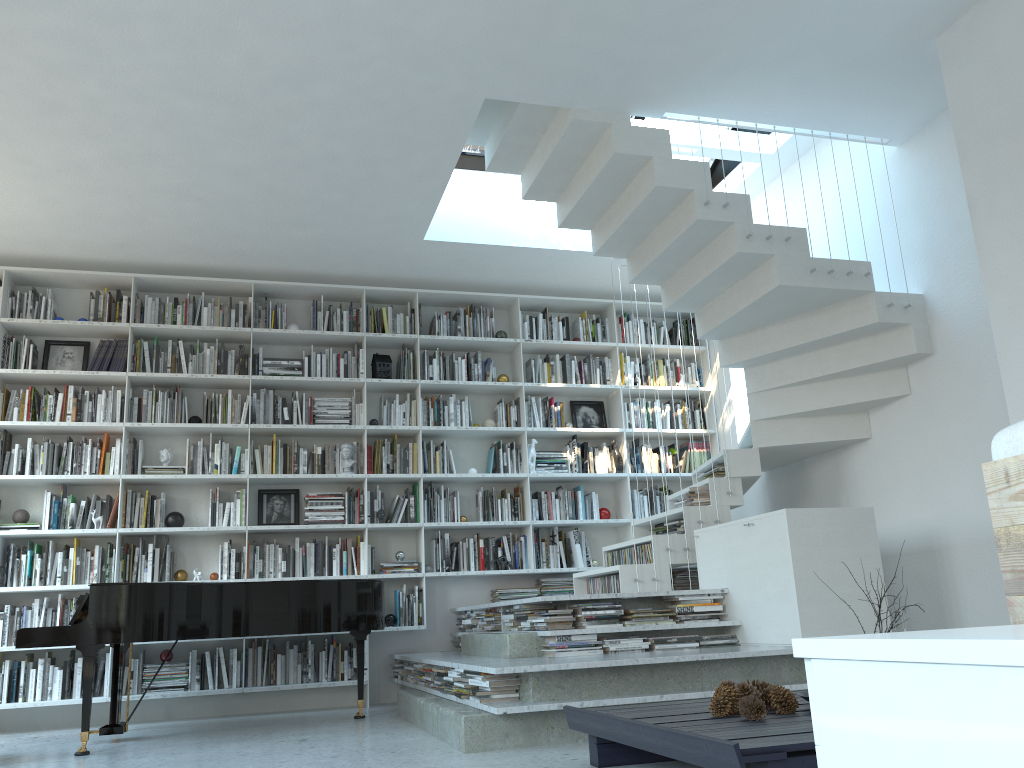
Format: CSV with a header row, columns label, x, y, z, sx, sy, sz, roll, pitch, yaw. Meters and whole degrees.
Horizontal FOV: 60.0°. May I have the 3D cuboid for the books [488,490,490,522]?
label,x,y,z,sx,sy,sz,roll,pitch,yaw
books,-0.199,0.976,6.972,0.008,0.258,0.159,1,-15,-16

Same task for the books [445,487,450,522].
label,x,y,z,sx,sy,sz,roll,pitch,yaw
books,-0.506,0.958,6.893,0.006,0.284,0.160,1,-15,-16

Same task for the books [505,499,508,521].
label,x,y,z,sx,sy,sz,roll,pitch,yaw
books,-0.066,1.012,6.986,0.019,0.182,0.191,1,-15,-16

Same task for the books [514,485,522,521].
label,x,y,z,sx,sy,sz,roll,pitch,yaw
books,0.046,0.961,7.033,0.007,0.294,0.162,1,-15,-16

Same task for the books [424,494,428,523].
label,x,y,z,sx,sy,sz,roll,pitch,yaw
books,-0.669,0.977,6.844,0.011,0.238,0.137,1,-15,-16

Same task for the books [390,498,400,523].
label,x,y,z,sx,sy,sz,roll,pitch,yaw
books,-0.904,0.980,6.747,0.089,0.209,0.176,1,-15,-16

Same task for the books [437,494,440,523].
label,x,y,z,sx,sy,sz,roll,pitch,yaw
books,-0.584,0.977,6.836,0.011,0.225,0.188,1,-15,-16

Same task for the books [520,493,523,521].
label,x,y,z,sx,sy,sz,roll,pitch,yaw
books,0.052,0.995,7.055,0.019,0.240,0.134,1,-15,-16

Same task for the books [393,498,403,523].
label,x,y,z,sx,sy,sz,roll,pitch,yaw
books,-0.882,0.985,6.769,0.090,0.211,0.143,1,-15,-16

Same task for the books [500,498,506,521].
label,x,y,z,sx,sy,sz,roll,pitch,yaw
books,-0.083,1.007,6.987,0.015,0.194,0.176,1,-15,-16

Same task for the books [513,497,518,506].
label,x,y,z,sx,sy,sz,roll,pitch,yaw
books,0.019,1.008,7.031,0.016,0.204,0.142,1,-15,-16

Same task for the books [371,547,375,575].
label,x,y,z,sx,sy,sz,roll,pitch,yaw
books,-1.049,1.333,6.633,0.030,0.210,0.137,1,-15,-16

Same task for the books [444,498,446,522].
label,x,y,z,sx,sy,sz,roll,pitch,yaw
books,-0.534,0.995,6.870,0.013,0.202,0.167,1,-15,-16

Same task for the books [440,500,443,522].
label,x,y,z,sx,sy,sz,roll,pitch,yaw
books,-0.561,0.999,6.845,0.013,0.186,0.184,1,-15,-16

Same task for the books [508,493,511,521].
label,x,y,z,sx,sy,sz,roll,pitch,yaw
books,-0.044,0.991,7.001,0.018,0.229,0.182,1,-15,-16

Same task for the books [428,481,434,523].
label,x,y,z,sx,sy,sz,roll,pitch,yaw
books,-0.628,0.929,6.870,0.007,0.341,0.150,1,-15,-16

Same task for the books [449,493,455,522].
label,x,y,z,sx,sy,sz,roll,pitch,yaw
books,-0.472,0.979,6.887,0.015,0.237,0.177,1,-15,-16

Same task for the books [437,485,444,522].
label,x,y,z,sx,sy,sz,roll,pitch,yaw
books,-0.551,0.945,6.861,0.014,0.296,0.175,1,-15,-16

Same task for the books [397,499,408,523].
label,x,y,z,sx,sy,sz,roll,pitch,yaw
books,-0.850,0.989,6.774,0.091,0.204,0.169,1,-15,-16

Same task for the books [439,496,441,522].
label,x,y,z,sx,sy,sz,roll,pitch,yaw
books,-0.576,0.984,6.850,0.013,0.217,0.161,1,-15,-16

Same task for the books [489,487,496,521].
label,x,y,z,sx,sy,sz,roll,pitch,yaw
books,-0.159,0.966,6.994,0.007,0.284,0.160,1,-15,-16

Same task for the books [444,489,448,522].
label,x,y,z,sx,sy,sz,roll,pitch,yaw
books,-0.520,0.962,6.871,0.012,0.266,0.183,1,-15,-16

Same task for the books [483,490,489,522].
label,x,y,z,sx,sy,sz,roll,pitch,yaw
books,-0.211,0.975,6.970,0.015,0.261,0.150,1,-15,-16

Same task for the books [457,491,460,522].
label,x,y,z,sx,sy,sz,roll,pitch,yaw
books,-0.433,0.974,6.903,0.013,0.250,0.173,1,-15,-16

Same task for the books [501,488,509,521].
label,x,y,z,sx,sy,sz,roll,pitch,yaw
books,-0.057,0.970,7.004,0.006,0.273,0.173,1,-15,-16

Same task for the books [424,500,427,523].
label,x,y,z,sx,sy,sz,roll,pitch,yaw
books,-0.678,0.999,6.826,0.015,0.187,0.168,1,-15,-16

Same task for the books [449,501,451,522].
label,x,y,z,sx,sy,sz,roll,pitch,yaw
books,-0.494,1.009,6.882,0.013,0.178,0.141,1,-15,-16

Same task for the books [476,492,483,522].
label,x,y,z,sx,sy,sz,roll,pitch,yaw
books,-0.257,0.979,6.956,0.019,0.251,0.130,1,-15,-16

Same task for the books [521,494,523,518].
label,x,y,z,sx,sy,sz,roll,pitch,yaw
books,0.063,0.999,7.061,0.007,0.235,0.132,1,-15,-16

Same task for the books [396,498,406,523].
label,x,y,z,sx,sy,sz,roll,pitch,yaw
books,-0.866,0.985,6.782,0.090,0.214,0.139,1,-15,-16

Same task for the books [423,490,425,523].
label,x,y,z,sx,sy,sz,roll,pitch,yaw
books,-0.689,0.958,6.822,0.010,0.266,0.158,1,-15,-16

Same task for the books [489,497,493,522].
label,x,y,z,sx,sy,sz,roll,pitch,yaw
books,-0.184,1.006,6.990,0.031,0.208,0.122,1,-15,-16

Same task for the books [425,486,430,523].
label,x,y,z,sx,sy,sz,roll,pitch,yaw
books,-0.653,0.946,6.842,0.018,0.294,0.178,1,-15,-16

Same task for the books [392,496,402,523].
label,x,y,z,sx,sy,sz,roll,pitch,yaw
books,-0.895,0.979,6.772,0.095,0.225,0.144,1,-15,-16

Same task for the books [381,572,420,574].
label,x,y,z,sx,sy,sz,roll,pitch,yaw
books,-0.840,1.416,6.600,0.285,0.012,0.160,1,-15,-13

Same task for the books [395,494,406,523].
label,x,y,z,sx,sy,sz,roll,pitch,yaw
books,-0.868,0.970,6.775,0.094,0.238,0.150,1,-15,-16

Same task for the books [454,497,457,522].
label,x,y,z,sx,sy,sz,roll,pitch,yaw
books,-0.457,0.993,6.884,0.014,0.207,0.181,1,-15,-16

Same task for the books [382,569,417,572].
label,x,y,z,sx,sy,sz,roll,pitch,yaw
books,-0.841,1.393,6.608,0.254,0.012,0.161,0,-15,-10

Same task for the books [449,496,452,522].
label,x,y,z,sx,sy,sz,roll,pitch,yaw
books,-0.486,0.988,6.891,0.008,0.222,0.134,1,-15,-16

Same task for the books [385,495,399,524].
label,x,y,z,sx,sy,sz,roll,pitch,yaw
books,-0.920,0.970,6.740,0.095,0.227,0.190,1,-15,-16

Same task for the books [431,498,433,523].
label,x,y,z,sx,sy,sz,roll,pitch,yaw
books,-0.631,0.992,6.842,0.013,0.204,0.154,1,-15,-16

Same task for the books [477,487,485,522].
label,x,y,z,sx,sy,sz,roll,pitch,yaw
books,-0.245,0.964,6.977,0.016,0.289,0.132,1,-15,-16

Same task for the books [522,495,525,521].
label,x,y,z,sx,sy,sz,roll,pitch,yaw
books,0.073,1.002,7.054,0.009,0.223,0.146,1,-15,-16

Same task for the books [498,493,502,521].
label,x,y,z,sx,sy,sz,roll,pitch,yaw
books,-0.112,0.988,7.005,0.030,0.243,0.136,1,-15,-16

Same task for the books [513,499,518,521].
label,x,y,z,sx,sy,sz,roll,pitch,yaw
books,0.012,1.013,6.997,0.016,0.180,0.190,1,-15,-16

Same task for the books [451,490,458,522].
label,x,y,z,sx,sy,sz,roll,pitch,yaw
books,-0.446,0.969,6.899,0.014,0.260,0.142,1,-15,-16

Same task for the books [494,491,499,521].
label,x,y,z,sx,sy,sz,roll,pitch,yaw
books,-0.139,0.976,6.969,0.018,0.250,0.184,1,-15,-16

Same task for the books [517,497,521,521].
label,x,y,z,sx,sy,sz,roll,pitch,yaw
books,0.036,1.007,7.026,0.013,0.203,0.159,1,-15,-16

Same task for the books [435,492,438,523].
label,x,y,z,sx,sy,sz,roll,pitch,yaw
books,-0.599,0.968,6.845,0.013,0.248,0.165,1,-15,-16

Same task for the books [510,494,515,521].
label,x,y,z,sx,sy,sz,roll,pitch,yaw
books,-0.014,0.994,7.023,0.021,0.231,0.155,1,-15,-16

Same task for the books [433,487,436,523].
label,x,y,z,sx,sy,sz,roll,pitch,yaw
books,-0.608,0.951,6.844,0.005,0.283,0.159,1,-15,-16

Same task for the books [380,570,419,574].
label,x,y,z,sx,sy,sz,roll,pitch,yaw
books,-0.841,1.406,6.608,0.285,0.012,0.160,0,-15,-11

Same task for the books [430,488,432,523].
label,x,y,z,sx,sy,sz,roll,pitch,yaw
books,-0.640,0.953,6.842,0.006,0.280,0.155,1,-15,-16

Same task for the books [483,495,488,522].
label,x,y,z,sx,sy,sz,roll,pitch,yaw
books,-0.221,0.993,6.947,0.016,0.215,0.178,1,-15,-16

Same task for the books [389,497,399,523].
label,x,y,z,sx,sy,sz,roll,pitch,yaw
books,-0.916,0.978,6.759,0.088,0.219,0.139,1,-15,-16

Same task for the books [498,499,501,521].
label,x,y,z,sx,sy,sz,roll,pitch,yaw
books,-0.120,1.010,6.965,0.018,0.181,0.182,1,-15,-16

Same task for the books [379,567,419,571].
label,x,y,z,sx,sy,sz,roll,pitch,yaw
books,-0.842,1.381,6.609,0.285,0.012,0.160,1,-15,-13

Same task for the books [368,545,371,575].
label,x,y,z,sx,sy,sz,roll,pitch,yaw
books,-1.076,1.323,6.625,0.027,0.228,0.141,1,-15,-16
